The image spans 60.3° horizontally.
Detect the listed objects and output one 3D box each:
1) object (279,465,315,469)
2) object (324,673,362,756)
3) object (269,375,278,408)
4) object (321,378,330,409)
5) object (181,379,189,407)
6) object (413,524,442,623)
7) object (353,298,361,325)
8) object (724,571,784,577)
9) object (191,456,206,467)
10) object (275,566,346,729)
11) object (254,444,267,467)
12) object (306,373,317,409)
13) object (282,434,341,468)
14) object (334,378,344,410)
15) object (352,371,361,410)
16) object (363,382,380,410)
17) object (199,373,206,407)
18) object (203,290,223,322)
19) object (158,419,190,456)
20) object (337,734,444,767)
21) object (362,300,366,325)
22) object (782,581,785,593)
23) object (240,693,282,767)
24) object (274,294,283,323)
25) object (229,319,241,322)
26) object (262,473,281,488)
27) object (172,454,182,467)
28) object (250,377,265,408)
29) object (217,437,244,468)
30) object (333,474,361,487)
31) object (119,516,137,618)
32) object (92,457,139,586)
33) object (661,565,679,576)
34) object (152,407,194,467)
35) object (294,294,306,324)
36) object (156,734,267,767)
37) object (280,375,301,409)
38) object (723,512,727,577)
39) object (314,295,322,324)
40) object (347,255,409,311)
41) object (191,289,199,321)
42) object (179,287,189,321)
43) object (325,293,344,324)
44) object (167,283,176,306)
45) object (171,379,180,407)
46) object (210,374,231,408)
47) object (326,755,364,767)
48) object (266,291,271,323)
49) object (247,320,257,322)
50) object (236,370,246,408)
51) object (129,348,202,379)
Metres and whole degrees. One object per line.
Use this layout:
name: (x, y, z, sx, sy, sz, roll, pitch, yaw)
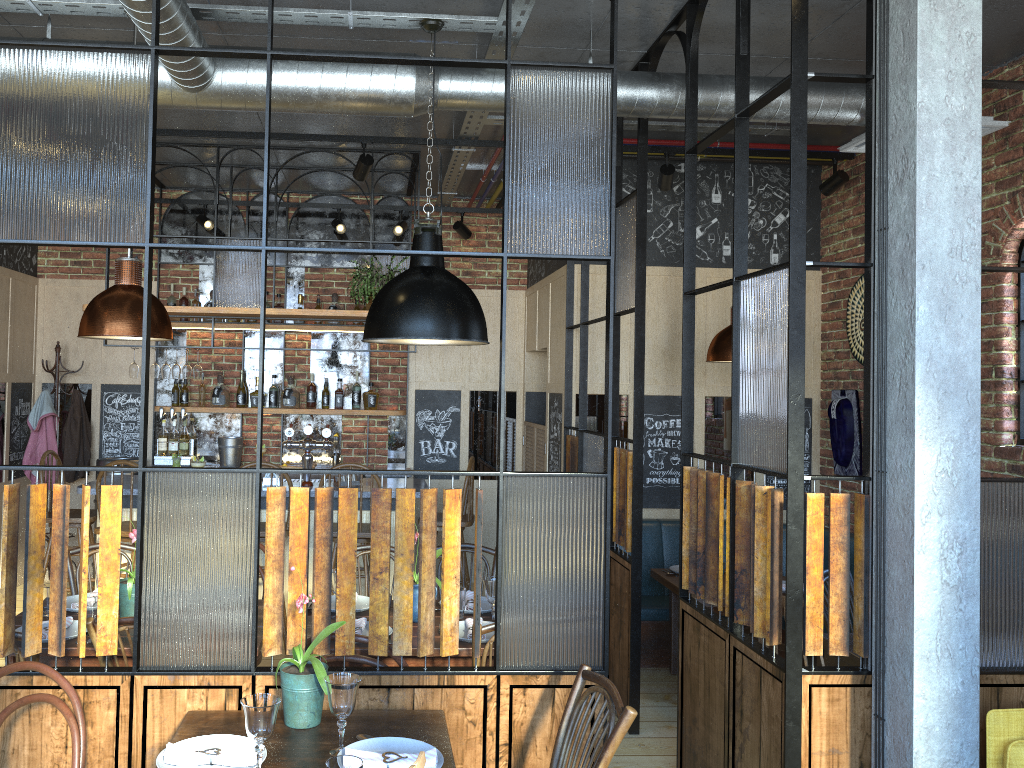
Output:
object: (-1.798, 0.691, 7.359, 0.319, 0.019, 0.235, 1, 0, 4)
object: (-0.443, 0.864, 2.296, 0.094, 0.192, 0.102, 2, -1, -31)
object: (-2.009, 0.064, 7.431, 0.075, 0.284, 0.076, 1, -1, -5)
object: (-1.572, 0.082, 7.443, 0.063, 0.263, 0.068, 2, -2, -25)
object: (-2.734, 0.060, 7.373, 0.064, 0.263, 0.068, 1, -2, -19)
object: (-0.370, 0.751, 3.587, 0.223, 0.431, 0.133, 1, -1, 14)
object: (-1.322, -0.620, 7.507, 0.065, 0.263, 0.067, 1, -2, -12)
object: (1.422, 1.102, 5.205, 0.340, 0.051, 0.257, 1, 0, 37)
object: (-2.143, 0.588, 6.016, 0.109, 0.197, 0.102, 0, -1, 22)
object: (-0.576, 0.745, 2.494, 0.217, 0.427, 0.133, 0, -2, 28)
object: (-2.109, 0.596, 7.383, 0.109, 0.197, 0.102, 0, -1, 22)
object: (-1.695, 0.060, 7.448, 0.088, 0.303, 0.084, 1, -1, 13)
object: (-1.676, 0.559, 7.390, 0.488, 0.288, 0.089, 1, -1, -3)
object: (-1.459, 0.085, 7.447, 0.077, 0.263, 0.079, 1, -1, -5)
object: (-1.318, 0.054, 7.476, 0.077, 0.330, 0.073, 0, -2, 18)
object: (-1.192, 0.103, 7.452, 0.139, 0.235, 0.092, 1, -1, -19)
object: (-2.591, 0.051, 7.374, 0.058, 0.288, 0.053, 0, -2, 33)
object: (-2.522, -0.652, 7.426, 0.171, 0.283, 0.121, 1, -1, 8)
object: (-2.803, 0.442, 7.313, 0.257, 0.303, 0.086, 1, -1, -3)
object: (-0.307, 0.937, 2.226, 0.269, 0.051, 0.326, 1, 0, -3)
object: (-1.246, -0.618, 7.512, 0.064, 0.263, 0.068, 1, -2, -19)
object: (1.521, 1.103, 4.832, 0.269, 0.051, 0.326, 1, 0, -3)
object: (-0.609, 0.860, 2.129, 0.103, 0.192, 0.094, 0, -2, 41)
object: (-1.977, -0.631, 7.463, 0.077, 0.263, 0.079, 1, -1, -5)
object: (-2.345, -0.624, 7.432, 0.144, 0.235, 0.089, 1, -1, 0)
object: (-1.949, 0.640, 5.990, 0.762, 0.106, 0.201, 1, 0, -4)
object: (-2.294, 0.578, 6.025, 0.066, 0.211, 0.071, 2, -2, -23)
object: (-2.137, 0.070, 7.399, 0.116, 0.265, 0.118, 1, -1, -5)
object: (-2.342, 0.567, 7.332, 0.227, 0.246, 0.207, 0, -1, 45)
object: (-1.142, 0.663, 6.124, 0.170, 0.091, 0.094, 1, -1, -30)
object: (-1.512, 0.731, 3.556, 0.153, 0.427, 0.194, 0, -1, 27)
object: (-3.215, 1.130, 7.203, 0.414, 1.036, 0.383, 0, -2, 29)
object: (1.053, 1.095, 5.213, 0.324, 0.051, 0.270, 1, 0, -2)
object: (-2.801, 0.435, 7.299, 0.308, 0.492, 0.206, 1, -1, -5)
object: (-1.797, -0.629, 7.469, 0.116, 0.265, 0.118, 1, -1, -5)
object: (-0.748, 0.928, 2.187, 0.269, 0.051, 0.326, 1, 0, -3)
object: (-1.866, 0.066, 7.418, 0.171, 0.283, 0.121, 1, -1, 8)
object: (1.072, 0.906, 4.755, 0.194, 0.427, 0.153, 2, -2, -27)
object: (-1.647, -0.626, 7.488, 0.065, 0.263, 0.066, 1, -1, -6)
object: (-0.817, -0.669, 5.973, 0.479, 0.369, 0.630, 1, -1, -29)
object: (-2.667, -0.657, 7.419, 0.058, 0.288, 0.053, 0, -2, 33)
object: (-2.767, -0.666, 7.433, 0.086, 0.303, 0.085, 1, -1, 4)
object: (-1.507, -0.633, 7.487, 0.171, 0.283, 0.121, 1, -1, 8)
object: (-2.862, -0.681, 7.411, 0.077, 0.330, 0.073, 0, -2, 18)
object: (-2.810, 0.059, 7.369, 0.067, 0.263, 0.064, 1, -2, 16)
object: (-2.446, 0.056, 7.381, 0.171, 0.283, 0.121, 1, -1, 8)
object: (-0.372, 0.899, 1.953, 0.082, 0.119, 0.086, 1, -1, -17)
object: (-2.086, -0.644, 7.476, 0.075, 0.284, 0.076, 1, -1, -5)
object: (-2.198, -0.663, 7.463, 0.078, 0.318, 0.084, 2, -2, -25)
object: (-2.274, 0.041, 7.408, 0.078, 0.318, 0.084, 2, -2, -25)
object: (-2.381, -0.140, 6.065, 0.494, 0.208, 0.066, 1, -1, -4)
